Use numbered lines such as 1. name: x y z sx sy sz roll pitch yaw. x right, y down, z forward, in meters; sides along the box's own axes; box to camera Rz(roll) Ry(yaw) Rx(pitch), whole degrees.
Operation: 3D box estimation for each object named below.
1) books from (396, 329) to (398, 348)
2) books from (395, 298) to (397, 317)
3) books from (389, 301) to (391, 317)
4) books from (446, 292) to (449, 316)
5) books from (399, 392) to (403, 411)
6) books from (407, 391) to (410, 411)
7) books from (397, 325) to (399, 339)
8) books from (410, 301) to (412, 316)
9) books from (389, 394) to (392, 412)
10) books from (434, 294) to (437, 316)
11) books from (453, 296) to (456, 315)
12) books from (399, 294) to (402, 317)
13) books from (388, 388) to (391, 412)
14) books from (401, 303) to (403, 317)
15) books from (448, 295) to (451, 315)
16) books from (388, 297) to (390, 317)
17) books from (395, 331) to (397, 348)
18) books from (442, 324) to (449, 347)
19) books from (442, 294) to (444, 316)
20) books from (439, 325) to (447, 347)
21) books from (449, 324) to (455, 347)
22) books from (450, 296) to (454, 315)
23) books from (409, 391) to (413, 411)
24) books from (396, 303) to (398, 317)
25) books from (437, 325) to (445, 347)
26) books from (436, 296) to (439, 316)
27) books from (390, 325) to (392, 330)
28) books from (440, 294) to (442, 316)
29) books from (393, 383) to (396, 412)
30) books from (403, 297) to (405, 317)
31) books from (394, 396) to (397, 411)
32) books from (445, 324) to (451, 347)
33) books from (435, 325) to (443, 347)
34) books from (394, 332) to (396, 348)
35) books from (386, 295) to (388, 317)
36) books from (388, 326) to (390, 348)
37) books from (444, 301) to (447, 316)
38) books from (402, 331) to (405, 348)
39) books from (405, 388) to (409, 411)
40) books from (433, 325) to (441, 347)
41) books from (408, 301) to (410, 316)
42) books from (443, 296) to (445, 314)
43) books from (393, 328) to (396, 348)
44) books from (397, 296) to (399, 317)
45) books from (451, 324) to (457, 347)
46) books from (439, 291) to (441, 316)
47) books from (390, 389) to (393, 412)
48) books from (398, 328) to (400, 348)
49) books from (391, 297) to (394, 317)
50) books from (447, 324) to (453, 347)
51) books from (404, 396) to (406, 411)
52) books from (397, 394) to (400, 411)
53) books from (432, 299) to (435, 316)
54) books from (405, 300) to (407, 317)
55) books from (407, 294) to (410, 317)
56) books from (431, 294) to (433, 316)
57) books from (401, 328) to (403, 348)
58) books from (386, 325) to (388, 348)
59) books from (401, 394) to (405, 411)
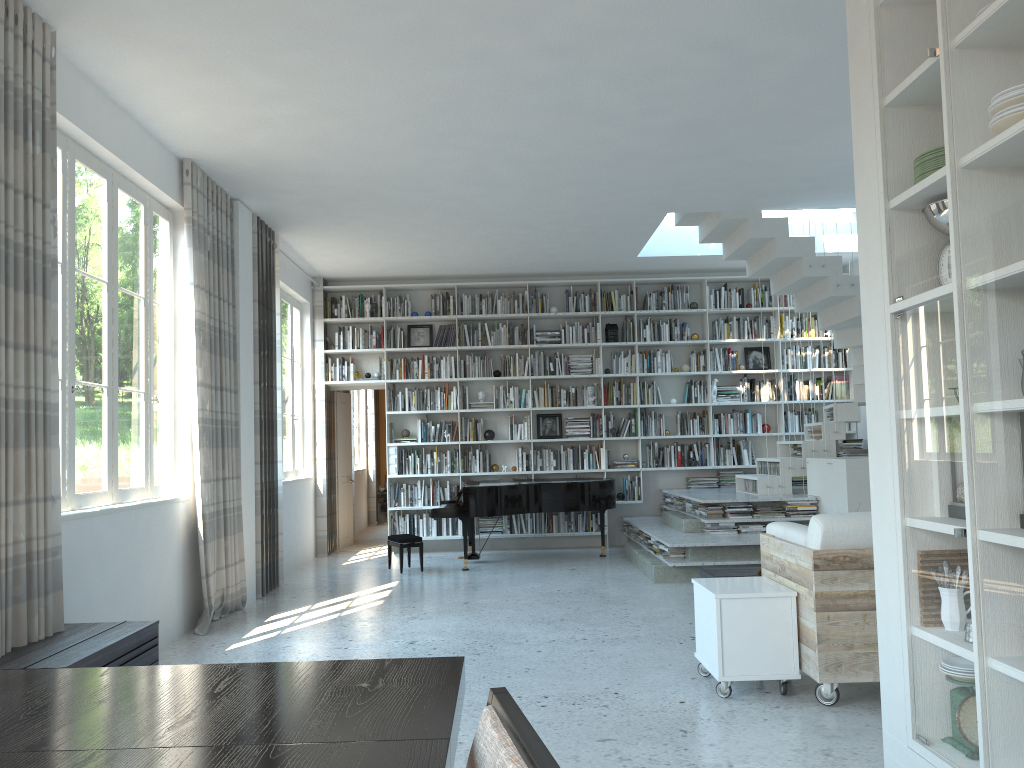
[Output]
1. books: -1.356 -0.522 10.511 0.019 0.243 0.153 -2 -4 -1
2. books: -1.374 -0.887 10.538 0.016 0.243 0.156 -2 -4 -1
3. books: -1.440 -0.869 10.542 0.032 0.210 0.158 -2 -4 -1
4. books: -0.763 -0.931 10.535 0.025 0.297 0.163 -2 -4 -1
5. books: -1.306 0.214 10.462 0.022 0.235 0.177 -2 -4 -1
6. books: -1.218 0.206 10.467 0.011 0.246 0.176 -2 -4 -1
7. books: -1.344 -0.541 10.510 0.005 0.281 0.191 -2 -4 -1
8. books: -1.200 -0.875 10.552 0.013 0.210 0.136 -2 -4 -1
9. books: -1.429 0.231 10.471 0.026 0.209 0.155 -2 -4 -1
10. books: -0.902 -0.919 10.540 0.024 0.279 0.188 -2 -4 -1
11. books: -0.677 -0.909 10.560 0.039 0.252 0.146 -2 -4 -1
12. books: -1.322 -0.908 10.520 0.015 0.279 0.190 -2 -4 -1
13. books: -1.449 0.194 10.482 0.012 0.285 0.159 -2 -4 -1
14. books: -1.301 -0.859 10.536 0.026 0.182 0.161 -2 -4 -1
15. books: -0.739 -0.912 10.558 0.022 0.260 0.152 -2 -4 -1
16. books: -1.460 -0.893 10.544 0.007 0.258 0.156 -2 -4 -1
17. books: -1.367 -0.510 10.499 0.018 0.218 0.186 -2 -4 -1
18. books: -0.787 -0.555 10.518 0.097 0.282 0.174 -2 -4 -1
19. books: -0.820 -0.918 10.539 0.011 0.274 0.183 -2 -4 -1
20. books: -0.817 -0.551 10.537 0.110 0.279 0.174 -2 -4 -1
21. books: -0.709 -0.559 10.539 0.078 0.285 0.174 -2 -4 -1
22. books: -0.712 -0.911 10.545 0.031 0.254 0.178 -2 -4 -1
23. books: -1.188 0.209 10.491 0.049 0.242 0.139 -2 -4 -1
24. books: -1.358 -0.862 10.546 0.014 0.192 0.146 -2 -4 -1
25. books: -0.840 -0.551 10.519 0.110 0.279 0.174 -2 -4 -1
26. books: -0.876 -0.904 10.538 0.028 0.249 0.155 -2 -4 -1
27. books: -1.427 -0.542 10.520 0.006 0.288 0.144 -2 -4 -1
28. books: -0.842 -0.921 10.551 0.013 0.283 0.166 -2 -4 -1
29. books: -1.388 0.166 10.456 0.012 0.333 0.184 -2 -4 -1
30. books: -1.282 -0.894 10.544 0.013 0.252 0.129 -2 -4 -1
31. books: -1.361 0.242 10.458 0.037 0.182 0.189 -2 -4 -1
32. books: -0.754 -0.558 10.538 0.078 0.285 0.174 -2 -4 -1
33. books: -0.863 -0.549 10.537 0.110 0.279 0.174 -2 -4 -1
34. books: -1.382 -0.505 10.535 0.012 0.214 0.132 -2 -4 -1
35. books: -1.484 -0.905 10.547 0.007 0.285 0.159 -2 -4 -1
36. books: -1.458 -0.540 10.513 0.006 0.287 0.148 -2 -4 -1
37. books: -0.787 -0.877 10.542 0.027 0.190 0.177 -2 -4 -1
38. books: -1.289 -0.510 10.500 0.012 0.214 0.185 -2 -4 -1
39. books: -1.235 0.190 10.476 0.023 0.281 0.174 -2 -4 -1
40. books: -0.885 -0.549 10.527 0.110 0.279 0.174 -2 -4 -1
41. books: -1.213 -0.871 10.542 0.014 0.201 0.170 -2 -4 -1
42. books: -0.808 -0.906 10.568 0.013 0.254 0.129 -2 -4 -1
43. books: -1.390 -0.524 10.495 0.004 0.246 0.189 -2 -4 -1
44. books: -1.345 -0.897 10.536 0.016 0.260 0.154 -2 -4 -1
45. books: -0.686 -0.561 10.525 0.078 0.285 0.174 -2 -4 -1
46. books: -0.856 -0.938 10.567 0.014 0.320 0.137 -2 -3 -1
47. books: -1.406 0.201 10.456 0.027 0.266 0.176 -2 -4 -1
48. books: -1.330 -0.531 10.500 0.023 0.258 0.183 -2 -4 -1
49. books: -1.418 -0.889 10.536 0.012 0.249 0.180 -2 -4 -1
50. books: -0.732 -0.558 10.543 0.078 0.285 0.174 -2 -4 -1
51. books: -1.257 0.239 10.495 0.021 0.187 0.129 -2 -4 -1
52. books: -1.338 0.229 10.477 0.042 0.208 0.143 -2 -4 -1
53. books: -0.928 -0.887 10.542 0.028 0.218 0.153 -2 -4 -1
54. books: -1.252 -0.877 10.527 0.021 0.213 0.173 -2 -4 -1
55. books: -1.229 -0.915 10.561 0.015 0.293 0.131 -2 -3 -1
56. books: -0.949 -0.915 10.556 0.013 0.277 0.151 -2 -4 -1
57. books: -1.302 -0.529 10.509 0.012 0.254 0.166 -2 -4 -1
58. books: -1.473 -0.544 10.503 0.005 0.292 0.184 -2 -4 -1
59. books: -1.281 0.228 10.451 0.028 0.203 0.188 -2 -4 -1
